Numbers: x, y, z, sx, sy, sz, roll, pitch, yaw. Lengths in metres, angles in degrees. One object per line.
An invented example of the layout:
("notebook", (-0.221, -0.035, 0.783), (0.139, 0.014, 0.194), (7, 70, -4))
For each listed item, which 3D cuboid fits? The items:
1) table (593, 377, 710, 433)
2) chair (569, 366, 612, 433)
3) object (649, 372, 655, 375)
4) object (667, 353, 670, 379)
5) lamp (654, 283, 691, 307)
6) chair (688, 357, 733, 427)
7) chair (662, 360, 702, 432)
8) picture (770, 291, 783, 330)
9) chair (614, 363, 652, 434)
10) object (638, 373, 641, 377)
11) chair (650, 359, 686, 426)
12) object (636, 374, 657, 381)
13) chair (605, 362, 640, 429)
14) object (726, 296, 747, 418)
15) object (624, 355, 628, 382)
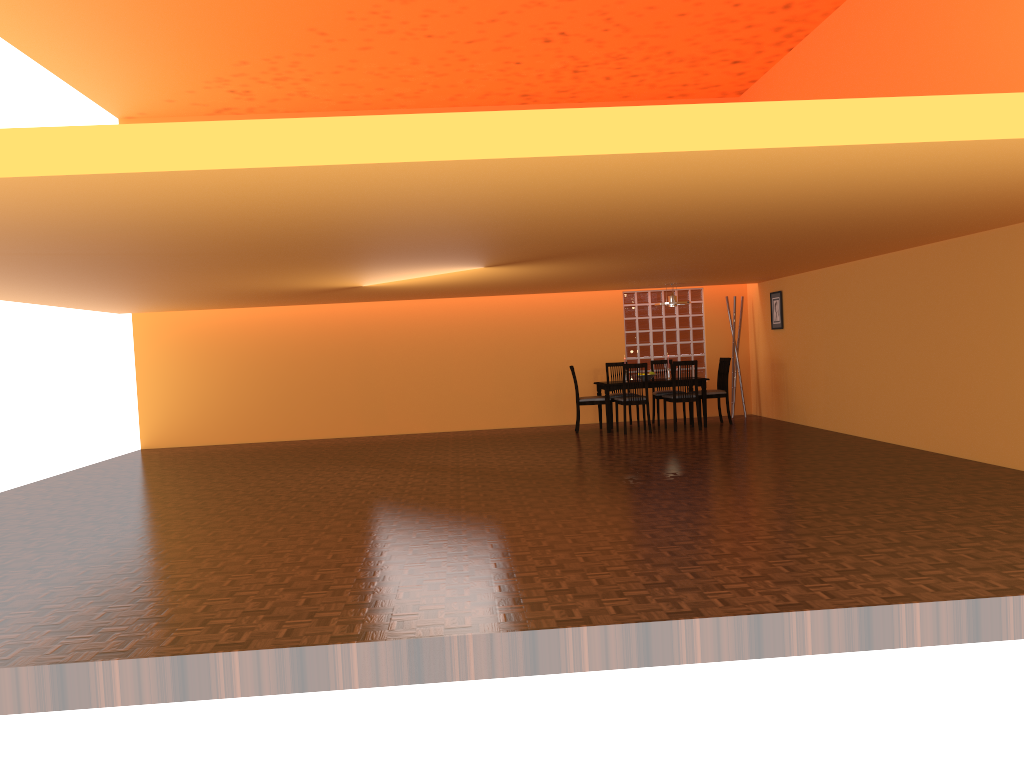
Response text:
("table", (1.668, 0.247, 10.645), (1.259, 0.584, 0.697), (-3, 2, -4))
("chair", (0.939, 0.173, 10.624), (0.465, 0.809, 0.373), (-3, 2, 1))
("object", (1.680, -0.118, 10.648), (0.069, 0.066, 0.069), (-3, 2, 6))
("object", (1.882, -0.220, 10.657), (0.044, 0.326, 0.044), (-4, 2, -15))
("lamp", (1.920, -1.061, 10.614), (0.435, 0.274, 0.435), (-2, 2, 19))
("chair", (2.398, 0.094, 10.705), (0.465, 0.809, 0.373), (-3, 2, -8))
("chair", (1.978, 0.131, 10.306), (0.373, 0.809, 0.465), (-3, 2, -4))
("picture", (3.192, -0.886, 10.704), (0.014, 0.456, 0.361), (-3, 2, -3))
("chair", (1.403, 0.162, 10.271), (0.373, 0.809, 0.465), (-3, 2, -4))
("object", (1.524, -0.107, 10.594), (0.055, 0.046, 0.046), (-4, 2, -21))
("chair", (1.931, 0.104, 11.070), (0.373, 0.809, 0.465), (-3, 2, -4))
("object", (1.609, -0.078, 10.642), (0.337, 0.072, 0.337), (-5, 3, -37))
("chair", (1.356, 0.135, 11.035), (0.373, 0.809, 0.465), (-3, 2, -4))
("object", (2.920, -0.352, 11.521), (0.226, 1.589, 0.308), (-2, 2, 19))
("object", (1.347, -0.188, 10.540), (0.044, 0.326, 0.044), (-4, 2, -15))
